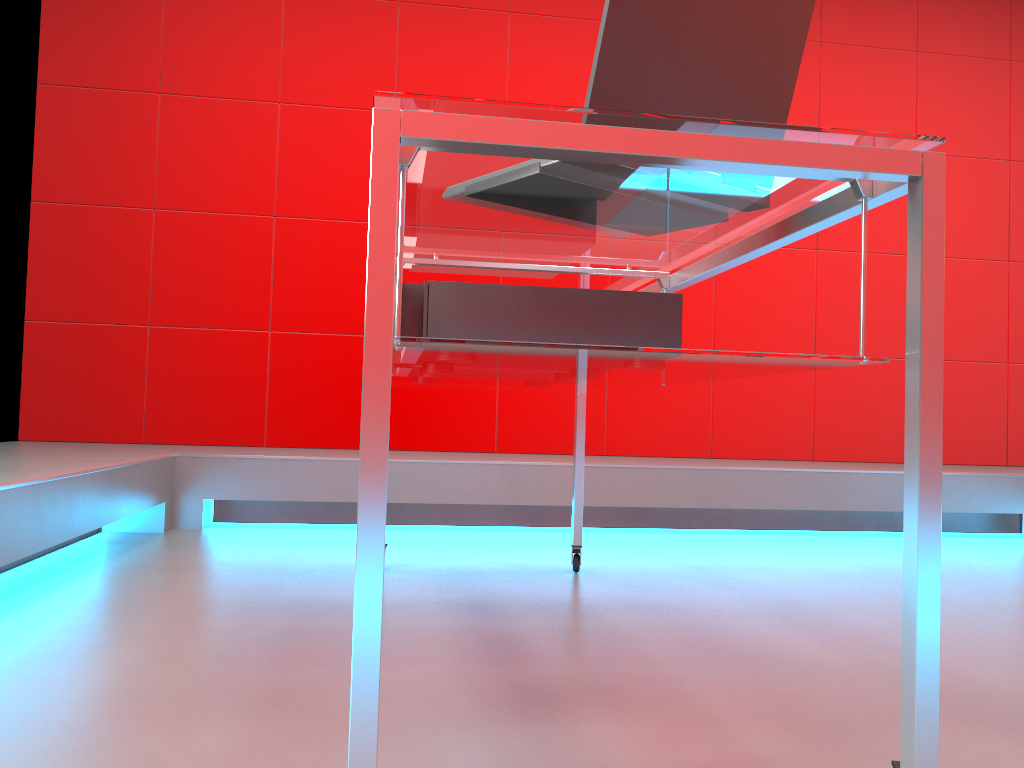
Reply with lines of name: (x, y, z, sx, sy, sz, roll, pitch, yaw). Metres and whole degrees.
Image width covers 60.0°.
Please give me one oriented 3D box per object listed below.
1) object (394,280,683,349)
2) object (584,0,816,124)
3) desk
object: (0.008, -0.069, 1.331, 0.365, 0.092, 0.435, 2, -2, -8)
object: (0.150, -0.379, 1.152, 0.342, 0.285, 0.340, 4, -3, -38)
desk: (0.025, 0.123, 1.600, 0.594, 0.690, 1.617, 2, -2, -8)
